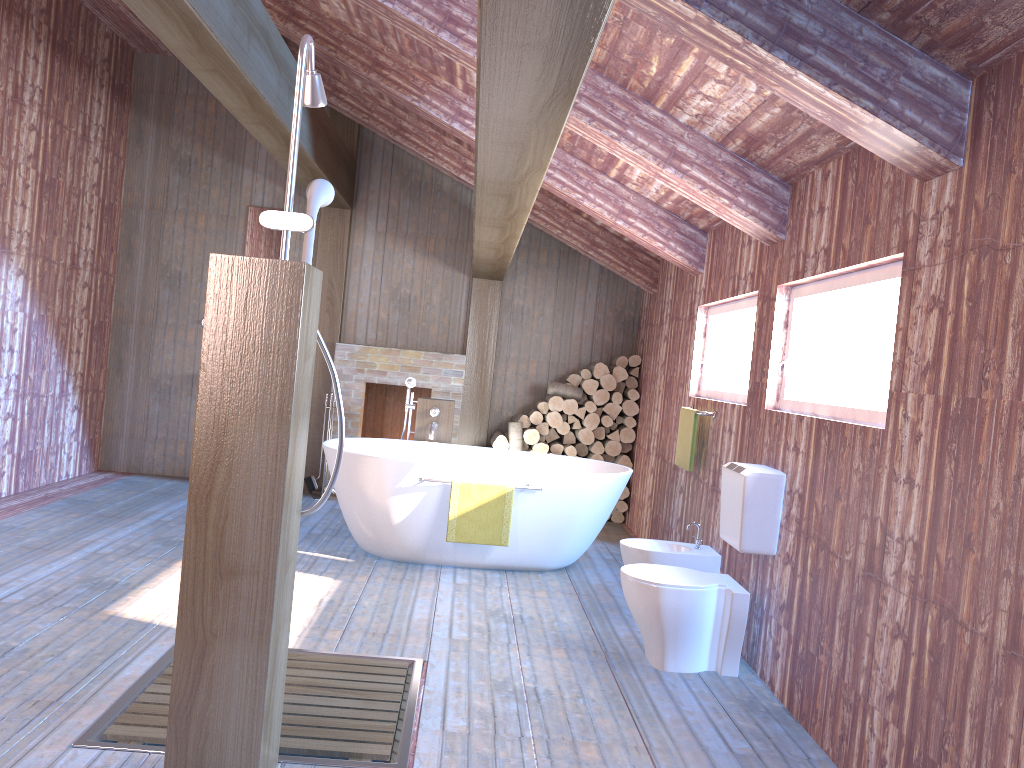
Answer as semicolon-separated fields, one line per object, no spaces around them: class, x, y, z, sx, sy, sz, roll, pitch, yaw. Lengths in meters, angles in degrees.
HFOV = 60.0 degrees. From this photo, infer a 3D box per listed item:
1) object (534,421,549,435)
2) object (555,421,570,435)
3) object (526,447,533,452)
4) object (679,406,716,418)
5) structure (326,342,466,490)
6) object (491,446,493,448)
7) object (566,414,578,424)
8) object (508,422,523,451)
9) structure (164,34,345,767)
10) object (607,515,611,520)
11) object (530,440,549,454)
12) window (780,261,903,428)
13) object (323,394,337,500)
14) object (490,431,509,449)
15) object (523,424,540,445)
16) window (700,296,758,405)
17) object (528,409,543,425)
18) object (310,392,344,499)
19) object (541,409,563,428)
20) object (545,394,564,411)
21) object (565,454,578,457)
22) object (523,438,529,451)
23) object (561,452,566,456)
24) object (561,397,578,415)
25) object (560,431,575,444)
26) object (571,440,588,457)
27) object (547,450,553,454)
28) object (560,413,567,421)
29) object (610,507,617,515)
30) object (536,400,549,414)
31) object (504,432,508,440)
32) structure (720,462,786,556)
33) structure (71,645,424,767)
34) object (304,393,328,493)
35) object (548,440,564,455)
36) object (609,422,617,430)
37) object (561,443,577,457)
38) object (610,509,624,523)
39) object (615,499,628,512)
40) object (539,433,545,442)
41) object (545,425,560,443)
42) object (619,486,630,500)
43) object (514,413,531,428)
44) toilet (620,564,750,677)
object;0.249;0.373;7.633;0.111;0.113;0.301;5;1;-3
object;0.430;0.365;7.627;0.115;0.123;0.291;6;1;-2
object;0.101;0.629;7.648;0.155;0.174;0.483;5;1;-4
object;1.097;0.163;5.302;0.091;0.043;0.581;6;1;-2
structure;-1.022;0.352;7.743;1.130;1.330;0.226;5;1;-3
object;-0.125;0.617;7.611;0.137;0.133;0.437;5;1;-4
object;0.509;0.296;7.632;0.088;0.092;0.280;6;1;-2
object;0.028;0.464;7.444;0.147;0.298;0.109;6;1;0
structure;-0.690;0.044;2.596;0.328;2.209;0.522;6;1;18
object;0.772;1.120;7.710;0.116;0.117;0.289;5;1;-5
object;0.231;0.547;7.643;0.139;0.148;0.458;5;1;-2
window;1.322;-0.148;3.533;0.054;0.587;1.255;6;1;-2
object;-1.501;0.518;7.421;0.206;0.871;0.126;7;2;40
object;-0.107;0.487;7.620;0.139;0.137;0.455;5;1;-4
object;0.155;0.430;7.621;0.138;0.147;0.440;5;1;-2
window;1.277;-0.187;5.078;0.054;0.587;1.255;6;1;-2
object;0.202;0.280;7.612;0.115;0.123;0.291;6;1;-2
object;-1.578;0.506;7.481;0.276;0.888;0.333;7;2;39
object;0.339;0.292;7.623;0.141;0.143;0.437;5;1;-4
object;0.364;0.156;7.627;0.135;0.145;0.439;5;1;-2
object;0.507;0.658;7.647;0.111;0.113;0.301;5;1;-4
object;0.078;0.520;7.712;0.121;0.124;0.291;6;1;-2
object;0.400;0.632;7.640;0.086;0.089;0.279;5;1;-5
object;0.477;0.181;7.633;0.138;0.147;0.440;5;1;-2
object;0.488;0.461;7.736;0.104;0.127;0.321;6;1;-2
object;0.585;0.557;7.742;0.116;0.118;0.289;5;1;-5
object;0.308;0.621;7.629;0.098;0.100;0.437;5;1;-4
object;0.435;0.280;7.613;0.057;0.061;0.156;5;1;-3
object;0.851;1.079;7.720;0.085;0.086;0.278;5;1;-5
object;0.263;0.194;7.628;0.106;0.112;0.282;6;1;-2
object;-0.017;0.469;7.721;0.099;0.093;0.280;6;1;-2
structure;1.059;0.548;3.966;0.182;0.363;0.358;6;1;-2
structure;-0.842;1.137;3.161;1.000;0.067;1.000;5;1;-3
object;-1.646;0.491;7.426;0.136;0.846;0.062;5;1;-21
object;0.375;0.552;7.637;0.114;0.120;0.303;6;1;-2
object;0.859;0.357;7.640;0.067;0.069;0.177;5;1;-3
object;0.478;0.559;7.637;0.098;0.100;0.437;5;1;-4
object;0.893;1.130;7.729;0.114;0.113;0.301;5;1;-5
object;0.918;1.020;7.673;0.102;0.109;0.438;5;1;-2
object;0.248;0.455;7.635;0.064;0.068;0.174;5;1;-3
object;0.341;0.432;7.726;0.128;0.150;0.323;5;1;-2
object;0.909;0.893;7.672;0.147;0.152;0.439;5;1;-2
object;0.091;0.314;7.656;0.114;0.113;0.301;5;1;-5
toilet;0.733;1.053;3.970;0.534;0.400;0.375;6;1;-2
